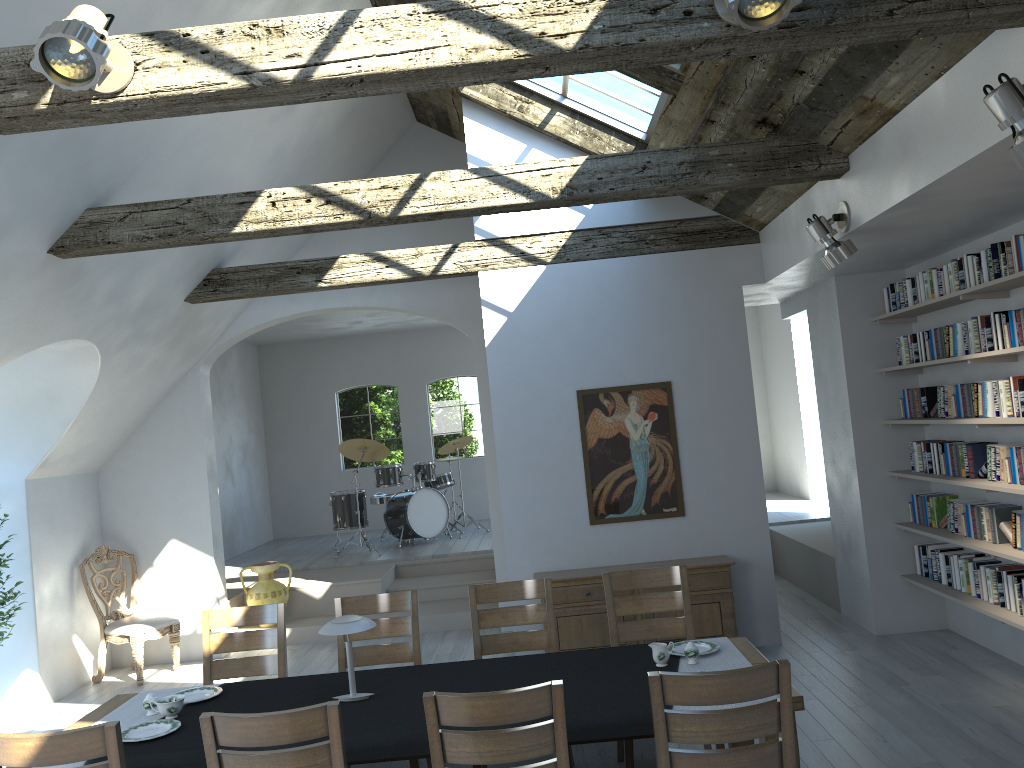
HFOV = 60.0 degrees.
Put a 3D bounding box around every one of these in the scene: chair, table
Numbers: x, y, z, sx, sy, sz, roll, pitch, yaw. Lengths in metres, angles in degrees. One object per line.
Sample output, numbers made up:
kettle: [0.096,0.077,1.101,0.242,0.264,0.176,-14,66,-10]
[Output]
chair: [0.734,1.441,3.147,0.514,1.006,0.605,-6,-3,1]
chair: [0.029,1.580,4.633,0.514,1.006,0.605,-6,-3,1]
chair: [-0.749,1.588,3.178,0.514,1.006,0.605,-6,-3,1]
chair: [-1.491,1.662,3.194,0.514,1.006,0.605,-6,-3,1]
chair: [-1.454,1.727,4.664,0.514,1.006,0.605,-6,-3,1]
chair: [0.771,1.507,4.618,0.514,1.006,0.605,-6,-3,1]
chair: [-3.338,1.988,7.781,0.655,1.159,0.552,-7,-3,26]
chair: [-0.008,1.515,3.163,0.514,1.006,0.605,-6,-3,1]
chair: [-0.712,1.654,4.649,0.514,1.006,0.605,-6,-3,1]
table: [-0.382,1.718,3.835,3.078,0.737,0.939,-6,-3,1]

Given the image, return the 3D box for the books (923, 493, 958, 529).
books: [3.116,0.917,6.345,0.189,0.224,0.345,-6,-3,1]

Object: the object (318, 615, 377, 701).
object: [-0.705,1.191,3.863,0.251,0.362,0.251,-7,-3,24]

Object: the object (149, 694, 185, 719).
object: [-1.485,1.409,3.855,0.124,0.081,0.130,-8,-4,44]

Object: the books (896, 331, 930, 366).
books: [3.004,-0.260,6.476,0.214,0.220,0.490,-6,-3,1]

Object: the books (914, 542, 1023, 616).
books: [3.134,1.252,5.277,0.242,0.237,2.981,-6,-3,1]

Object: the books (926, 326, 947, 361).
books: [2.994,-0.278,6.089,0.209,0.220,0.278,-6,-3,0]

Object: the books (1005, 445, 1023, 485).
books: [3.050,0.471,5.194,0.209,0.220,0.278,-6,-3,0]

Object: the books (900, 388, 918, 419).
books: [3.047,0.138,6.626,0.209,0.220,0.278,-6,-3,0]

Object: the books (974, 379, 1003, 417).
books: [3.016,0.088,5.519,0.189,0.228,0.249,-6,-3,1]

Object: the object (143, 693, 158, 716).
object: [-1.603,1.419,3.936,0.064,0.092,0.064,-7,-3,20]

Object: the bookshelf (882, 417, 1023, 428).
bookshelf: [2.909,0.126,2.916,0.315,0.070,7.825,-6,-3,1]

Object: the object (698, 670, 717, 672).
object: [0.798,1.205,3.590,0.250,0.017,0.253,-6,-3,1]

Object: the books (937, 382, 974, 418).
books: [3.029,0.111,6.033,0.189,0.228,0.249,-6,-3,1]

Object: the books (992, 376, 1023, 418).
books: [3.009,0.066,5.143,0.214,0.237,0.490,-6,-3,1]

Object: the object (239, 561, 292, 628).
object: [-2.380,2.050,8.632,0.402,0.605,0.396,-3,-4,-42]

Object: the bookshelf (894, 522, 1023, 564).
bookshelf: [2.986,0.912,2.879,0.315,0.070,7.825,-6,-3,1]

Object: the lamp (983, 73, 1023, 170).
lamp: [1.794,-0.943,3.087,0.265,0.386,0.235,-7,-3,23]

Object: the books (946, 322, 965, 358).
books: [2.985,-0.292,5.819,0.189,0.228,0.249,-6,-3,1]

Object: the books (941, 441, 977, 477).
books: [3.071,0.508,6.032,0.209,0.220,0.278,-6,-3,0]

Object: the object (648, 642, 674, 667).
object: [0.662,1.193,3.922,0.100,0.098,0.071,-4,-3,-30]

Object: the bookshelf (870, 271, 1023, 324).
bookshelf: [2.832,-0.661,2.953,0.315,0.070,7.825,-6,-3,1]

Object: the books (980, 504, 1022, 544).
books: [3.095,0.882,5.509,0.189,0.229,0.343,-6,-3,1]

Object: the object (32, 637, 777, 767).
object: [-0.397,1.384,3.854,2.872,0.077,1.050,-6,-3,1]

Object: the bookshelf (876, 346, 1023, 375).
bookshelf: [2.870,-0.268,2.935,0.315,0.070,7.825,-6,-3,1]

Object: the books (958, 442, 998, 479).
books: [3.061,0.496,5.721,0.189,0.224,0.345,-6,-3,1]

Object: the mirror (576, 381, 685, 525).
mirror: [0.917,0.535,6.861,0.736,1.047,0.009,-6,-3,1]

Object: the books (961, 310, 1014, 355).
books: [2.978,-0.313,5.444,0.214,0.237,0.490,-6,-3,1]

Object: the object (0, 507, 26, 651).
object: [-3.925,1.591,6.394,0.718,1.920,0.737,-7,-3,20]

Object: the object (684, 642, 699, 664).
object: [0.791,1.183,3.910,0.064,0.092,0.064,-5,-3,-21]

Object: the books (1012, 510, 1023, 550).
books: [3.087,0.861,5.221,0.189,0.228,0.249,-6,-3,1]

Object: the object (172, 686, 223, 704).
object: [-1.477,1.453,4.126,0.250,0.017,0.253,-6,-3,1]

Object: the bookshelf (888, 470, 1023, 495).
bookshelf: [2.947,0.519,2.897,0.315,0.070,7.825,-6,-3,1]

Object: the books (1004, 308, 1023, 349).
books: [2.969,-0.321,5.058,0.209,0.220,0.278,-6,-3,0]

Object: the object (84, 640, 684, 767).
object: [-0.385,1.456,3.853,2.456,0.227,1.073,-6,-3,1]

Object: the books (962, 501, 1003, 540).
books: [3.105,0.894,5.814,0.209,0.220,0.278,-6,-3,0]

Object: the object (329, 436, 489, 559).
object: [-1.502,1.354,11.462,2.354,1.383,1.465,-3,-4,-44]

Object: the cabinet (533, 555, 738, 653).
cabinet: [0.933,1.732,6.635,1.481,0.714,0.383,-6,-3,1]

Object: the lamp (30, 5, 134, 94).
lamp: [-1.388,-1.087,2.865,0.233,0.311,0.354,-6,-3,1]

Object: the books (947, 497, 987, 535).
books: [3.109,0.904,6.059,0.189,0.228,0.249,-6,-3,1]

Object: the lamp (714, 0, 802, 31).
lamp: [0.769,-1.280,2.824,0.233,0.323,0.343,-6,-3,1]

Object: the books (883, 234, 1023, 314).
books: [2.941,-0.710,5.378,0.242,0.237,2.981,-6,-3,1]

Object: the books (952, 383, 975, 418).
books: [3.026,0.101,5.789,0.209,0.220,0.278,-6,-3,0]

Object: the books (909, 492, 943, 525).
books: [3.126,0.932,6.651,0.209,0.220,0.278,-6,-3,0]

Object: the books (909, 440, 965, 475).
books: [3.081,0.526,6.432,0.214,0.220,0.490,-6,-3,1]

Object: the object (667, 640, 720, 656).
object: [0.832,1.225,4.096,0.250,0.017,0.253,-6,-3,1]

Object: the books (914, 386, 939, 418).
books: [3.037,0.126,6.315,0.189,0.224,0.345,-6,-3,1]

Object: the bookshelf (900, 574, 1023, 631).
bookshelf: [3.025,1.305,2.860,0.315,0.070,7.825,-6,-3,1]

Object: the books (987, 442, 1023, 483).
books: [3.054,0.481,5.439,0.189,0.228,0.249,-6,-3,1]

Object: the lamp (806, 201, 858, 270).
lamp: [1.845,-0.852,5.117,0.265,0.386,0.235,-7,-3,23]

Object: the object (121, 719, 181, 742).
object: [-1.496,1.433,3.653,0.250,0.017,0.253,-6,-3,1]
